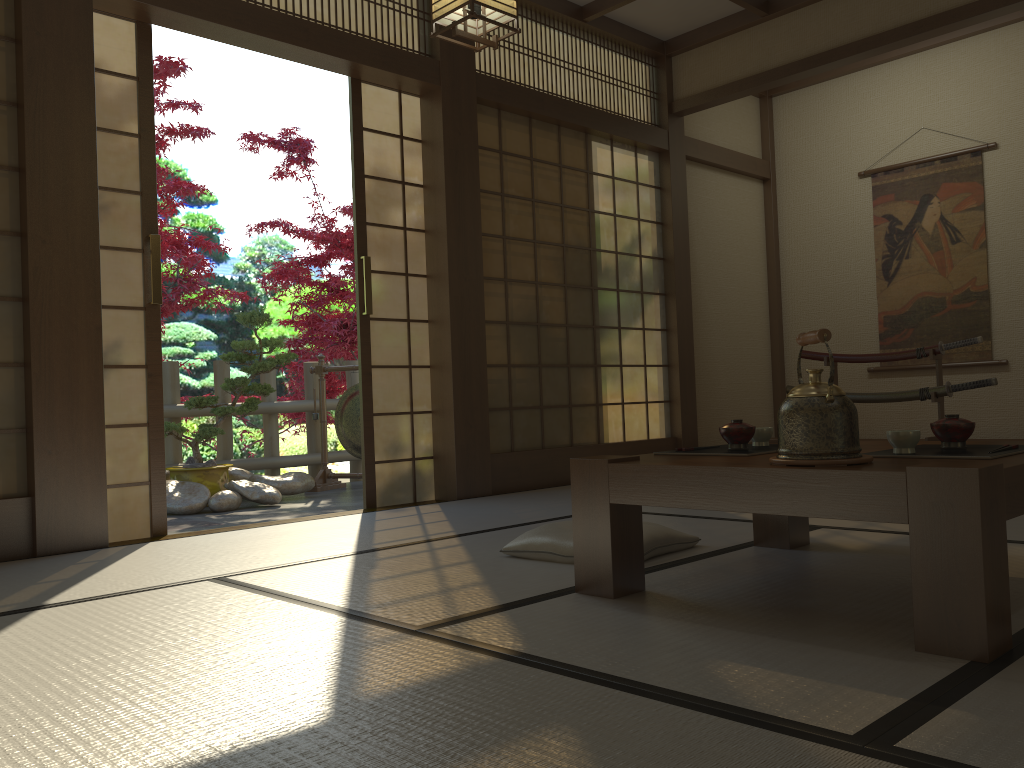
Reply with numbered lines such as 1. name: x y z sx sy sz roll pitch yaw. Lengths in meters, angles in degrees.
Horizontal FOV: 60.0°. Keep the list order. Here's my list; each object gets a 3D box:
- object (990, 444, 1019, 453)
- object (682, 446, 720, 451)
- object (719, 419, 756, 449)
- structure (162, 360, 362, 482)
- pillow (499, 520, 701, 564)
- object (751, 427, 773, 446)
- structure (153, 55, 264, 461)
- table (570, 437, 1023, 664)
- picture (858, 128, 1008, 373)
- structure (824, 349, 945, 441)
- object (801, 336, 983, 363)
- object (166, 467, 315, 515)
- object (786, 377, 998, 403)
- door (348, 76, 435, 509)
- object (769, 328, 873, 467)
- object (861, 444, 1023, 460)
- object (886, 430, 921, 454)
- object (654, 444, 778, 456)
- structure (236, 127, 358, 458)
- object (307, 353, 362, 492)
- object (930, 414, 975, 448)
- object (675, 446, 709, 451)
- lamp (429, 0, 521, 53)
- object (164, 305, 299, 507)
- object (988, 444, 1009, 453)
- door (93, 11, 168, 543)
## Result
1. object: 1.134 0.149 2.042 0.008 0.008 0.200 -3 -2 44
2. object: 0.549 0.184 2.561 0.008 0.008 0.200 -3 -2 42
3. object: 0.627 0.139 2.468 0.100 0.080 0.100 -1 -2 -44
4. structure: -2.439 0.380 6.544 7.456 1.136 0.245 -1 -2 -44
5. pillow: 0.295 0.517 2.933 0.486 0.107 0.496 -3 -2 40
6. object: 0.730 0.155 2.607 0.074 0.052 0.073 -2 -1 0
7. structure: -3.640 -0.963 6.627 3.412 4.004 3.045 -2 -1 -11
8. table: 0.864 0.341 2.299 1.000 0.350 1.000 -1 -2 -44
9. picture: 2.954 -0.968 6.298 0.038 1.725 0.952 -1 -2 -44
10. structure: 2.432 0.100 5.796 0.446 0.604 0.712 -1 -2 -44
11. object: 2.418 -0.202 5.741 0.086 0.121 1.186 -1 -2 -42
12. object: -1.987 0.694 6.061 1.147 0.276 1.260 -3 -2 42
13. object: 2.413 0.050 5.753 0.100 0.144 1.369 -1 -2 -42
14. door: -0.099 -0.477 5.221 1.894 2.380 0.073 -1 -2 -44
15. object: 0.680 0.029 1.984 0.226 0.296 0.219 -3 -2 41
16. object: 1.061 0.161 2.134 0.400 0.007 0.300 -1 -2 -44
17. object: 0.924 0.136 2.091 0.074 0.052 0.073 -2 -1 0
18. object: 0.644 0.186 2.520 0.400 0.007 0.300 -1 -2 -44
19. structure: -1.111 -1.008 9.154 3.045 4.004 3.412 -1 -2 -41
20. object: -1.100 0.270 6.717 1.045 1.061 0.368 -3 -1 25
21. object: 1.079 0.115 2.171 0.100 0.080 0.100 -1 -2 -44
22. object: 0.537 0.184 2.575 0.200 0.008 0.008 -1 -2 -43
23. lamp: -0.151 -1.770 3.147 0.240 1.129 0.240 -1 -2 -44
24. object: -1.977 0.142 6.121 1.032 1.362 0.586 -2 -1 -18
25. object: 1.126 0.150 2.053 0.008 0.008 0.200 -3 -2 40
26. door: -2.213 -0.438 3.204 1.894 2.380 0.073 -1 -2 -44
